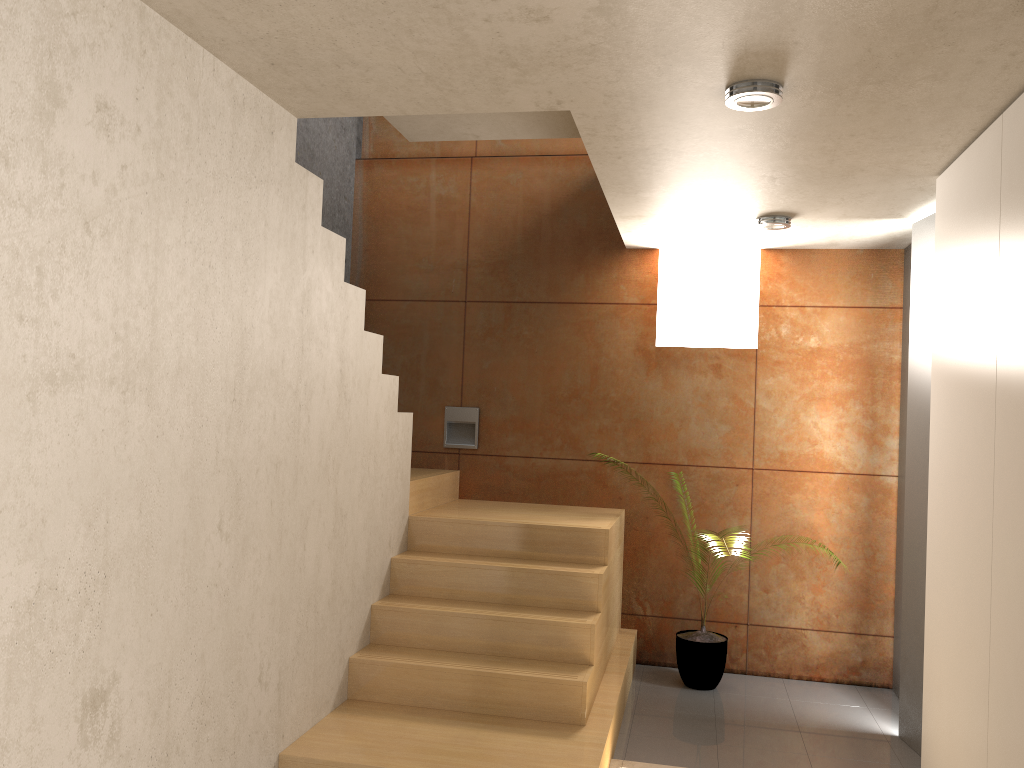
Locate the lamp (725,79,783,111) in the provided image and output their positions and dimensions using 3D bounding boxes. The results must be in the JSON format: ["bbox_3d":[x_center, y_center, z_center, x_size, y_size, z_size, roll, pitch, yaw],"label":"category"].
[{"bbox_3d":[0.753,-0.899,2.762,0.173,0.044,0.173,4,-2,-43],"label":"lamp"}]

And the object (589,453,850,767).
[{"bbox_3d":[0.134,1.026,2.547,4.200,1.455,6.200,2,-2,12],"label":"object"}]

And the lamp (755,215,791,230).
[{"bbox_3d":[1.330,-0.821,4.516,0.173,0.044,0.173,2,-2,17],"label":"lamp"}]

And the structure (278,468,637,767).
[{"bbox_3d":[-0.426,1.063,4.399,1.950,1.110,2.400,2,-2,12],"label":"structure"}]

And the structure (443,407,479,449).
[{"bbox_3d":[-0.314,0.279,5.663,0.220,0.260,0.096,2,-2,12],"label":"structure"}]
